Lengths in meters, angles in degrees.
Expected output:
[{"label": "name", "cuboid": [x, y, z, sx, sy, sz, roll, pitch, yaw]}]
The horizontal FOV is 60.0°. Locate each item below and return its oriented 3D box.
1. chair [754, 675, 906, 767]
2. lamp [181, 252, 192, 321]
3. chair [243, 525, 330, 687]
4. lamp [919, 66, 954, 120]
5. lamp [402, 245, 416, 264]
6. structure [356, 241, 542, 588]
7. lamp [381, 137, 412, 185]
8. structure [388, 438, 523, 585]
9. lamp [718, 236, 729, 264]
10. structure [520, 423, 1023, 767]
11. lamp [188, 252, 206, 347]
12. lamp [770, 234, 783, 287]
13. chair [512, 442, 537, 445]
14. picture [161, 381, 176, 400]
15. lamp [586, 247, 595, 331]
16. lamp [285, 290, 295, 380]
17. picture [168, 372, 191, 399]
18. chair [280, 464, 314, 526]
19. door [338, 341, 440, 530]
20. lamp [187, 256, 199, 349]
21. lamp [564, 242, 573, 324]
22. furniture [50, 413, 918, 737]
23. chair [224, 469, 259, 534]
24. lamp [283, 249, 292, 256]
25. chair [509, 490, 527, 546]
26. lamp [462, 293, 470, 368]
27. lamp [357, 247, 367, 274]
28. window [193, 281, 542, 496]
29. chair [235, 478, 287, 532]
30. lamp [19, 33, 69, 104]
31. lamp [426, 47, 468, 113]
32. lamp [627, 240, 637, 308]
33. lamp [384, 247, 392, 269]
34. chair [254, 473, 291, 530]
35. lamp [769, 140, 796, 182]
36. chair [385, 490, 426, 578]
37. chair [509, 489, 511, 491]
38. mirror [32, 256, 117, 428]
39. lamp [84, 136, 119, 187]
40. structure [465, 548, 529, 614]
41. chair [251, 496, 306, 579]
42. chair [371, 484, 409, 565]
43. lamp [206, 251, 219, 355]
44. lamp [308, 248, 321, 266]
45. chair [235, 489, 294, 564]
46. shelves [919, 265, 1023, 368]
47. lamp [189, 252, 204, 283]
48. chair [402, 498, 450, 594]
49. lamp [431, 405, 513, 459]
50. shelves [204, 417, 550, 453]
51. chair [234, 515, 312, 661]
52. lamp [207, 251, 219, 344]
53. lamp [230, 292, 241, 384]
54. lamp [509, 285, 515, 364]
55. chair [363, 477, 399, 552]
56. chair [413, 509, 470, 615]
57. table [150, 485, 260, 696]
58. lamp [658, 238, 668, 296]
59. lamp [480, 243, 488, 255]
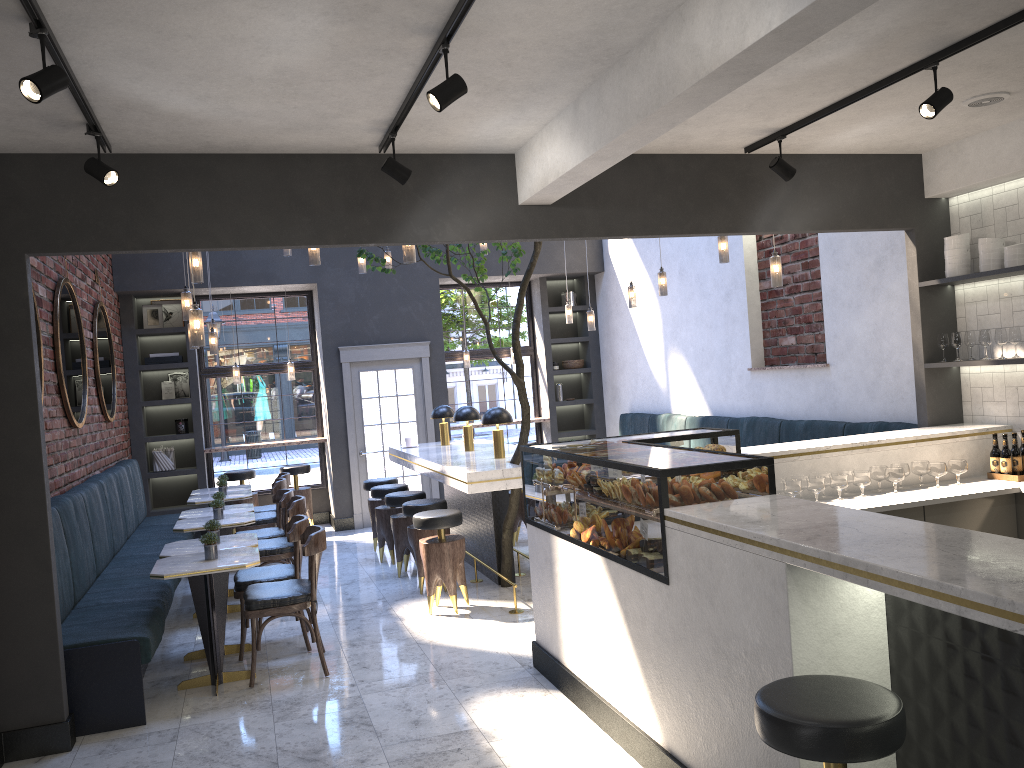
[{"label": "chair", "cuboid": [0.845, 1.217, 2.302, 0.370, 0.821, 0.371, -4, 1, 36]}, {"label": "lamp", "cuboid": [-2.698, -2.549, 6.928, 0.078, 4.106, 0.078, -5, 1, -10]}, {"label": "chair", "cuboid": [-1.386, 1.342, 5.482, 0.521, 0.851, 0.538, -5, 1, -16]}, {"label": "lamp", "cuboid": [1.902, -1.306, 3.984, 0.157, 0.235, 0.087, -5, 1, -23]}, {"label": "lamp", "cuboid": [-0.802, -2.815, 5.578, 0.078, 4.106, 0.078, -4, 1, 13]}, {"label": "structure", "cuboid": [-0.197, -1.333, 7.130, 3.745, 5.989, 2.805, -4, 1, 26]}, {"label": "lamp", "cuboid": [-0.586, -1.122, 4.472, 0.157, 0.238, 0.087, -5, 1, -23]}, {"label": "structure", "cuboid": [-0.321, 1.141, 8.098, 0.990, 1.050, 3.490, -5, 1, -17]}, {"label": "lamp", "cuboid": [1.550, -3.020, 7.086, 0.078, 4.106, 0.078, -5, 1, -32]}, {"label": "structure", "cuboid": [2.470, 0.847, 2.876, 3.204, 1.300, 5.806, -5, 1, -17]}, {"label": "lamp", "cuboid": [-2.010, -2.268, 5.206, 0.078, 4.106, 0.078, -5, 1, -32]}, {"label": "lamp", "cuboid": [1.776, -2.756, 6.422, 0.078, 4.106, 0.078, -5, 1, -32]}, {"label": "chair", "cuboid": [0.179, 1.187, 11.708, 0.370, 0.821, 0.371, -4, 1, 36]}, {"label": "picture", "cuboid": [-4.195, 0.079, 10.826, 0.161, 0.227, 0.049, -5, 1, -17]}, {"label": "lamp", "cuboid": [0.733, -2.642, 9.844, 0.078, 4.106, 0.078, -5, 1, -32]}, {"label": "lamp", "cuboid": [-2.806, -0.761, 11.082, 0.078, 1.429, 0.078, -4, 1, 35]}, {"label": "picture", "cuboid": [-4.083, 0.020, 10.887, 0.247, 0.326, 0.044, -5, 1, -17]}, {"label": "chair", "cuboid": [-2.625, 1.408, 10.849, 0.370, 0.821, 0.371, -4, 1, 36]}, {"label": "door", "cuboid": [-1.490, 0.619, 10.929, 1.131, 2.219, 0.152, -5, 1, -17]}, {"label": "lamp", "cuboid": [-2.872, -2.347, 7.547, 0.078, 4.106, 0.078, -5, 1, -10]}, {"label": "lamp", "cuboid": [0.528, -2.765, 10.477, 0.078, 4.106, 0.078, -5, 1, -32]}, {"label": "furniture", "cuboid": [-0.538, 1.108, 7.962, 6.020, 1.151, 5.341, -5, 1, -17]}, {"label": "chair", "cuboid": [-3.248, 1.457, 10.682, 0.372, 0.821, 0.370, -4, 1, 36]}, {"label": "lamp", "cuboid": [-2.316, -3.283, 8.504, 0.078, 4.106, 0.078, -5, 1, -32]}, {"label": "chair", "cuboid": [0.090, 1.259, 9.015, 0.372, 0.737, 0.370, -4, 1, 26]}, {"label": "lamp", "cuboid": [-0.645, -0.931, 11.745, 0.078, 1.429, 0.078, -4, 1, 35]}, {"label": "lamp", "cuboid": [-1.693, -3.187, 9.090, 0.078, 4.106, 0.078, -5, 1, -32]}, {"label": "window", "cuboid": [-0.080, -1.471, 5.748, 6.404, 5.365, 12.710, -5, 1, -17]}, {"label": "chair", "cuboid": [-2.491, 1.397, 8.866, 0.521, 0.851, 0.538, -5, 1, -16]}, {"label": "lamp", "cuboid": [-1.546, -1.036, 2.923, 0.087, 0.238, 0.157, -4, 1, 22]}, {"label": "lamp", "cuboid": [-0.247, -1.138, 3.326, 0.157, 0.238, 0.087, -5, 1, -23]}, {"label": "lamp", "cuboid": [1.047, -2.803, 8.779, 0.078, 4.106, 0.078, -4, 1, 35]}, {"label": "lamp", "cuboid": [-1.521, -3.298, 9.800, 0.078, 4.106, 0.078, -5, 1, -32]}, {"label": "chair", "cuboid": [-2.596, 1.400, 9.441, 0.521, 0.851, 0.497, -5, 1, -18]}, {"label": "lamp", "cuboid": [1.563, -1.290, 5.130, 0.157, 0.235, 0.087, -5, 1, -23]}, {"label": "chair", "cuboid": [-0.930, 1.346, 7.969, 0.372, 0.737, 0.370, -4, 1, 26]}, {"label": "chair", "cuboid": [-0.138, 1.270, 9.672, 0.370, 0.737, 0.371, -4, 1, 8]}, {"label": "mirror", "cuboid": [-3.491, -0.402, 7.017, 0.036, 1.510, 4.774, -5, 1, -17]}, {"label": "lamp", "cuboid": [-1.887, -1.018, 4.070, 0.157, 0.235, 0.087, -4, 1, 24]}, {"label": "structure", "cuboid": [-0.290, 1.559, 8.105, 0.496, 0.210, 3.498, -5, 1, -17]}, {"label": "chair", "cuboid": [-1.907, 1.367, 7.184, 0.521, 0.851, 0.538, -5, 1, -16]}, {"label": "chair", "cuboid": [-1.162, 1.358, 8.622, 0.370, 0.737, 0.372, -5, 1, -26]}, {"label": "lamp", "cuboid": [-3.094, -2.340, 8.714, 0.078, 4.106, 0.078, -5, 1, -32]}, {"label": "lamp", "cuboid": [-1.554, -2.890, 6.254, 0.078, 4.106, 0.078, -4, 1, 13]}, {"label": "chair", "cuboid": [-2.152, 1.381, 7.769, 0.521, 0.851, 0.538, -5, 1, -23]}, {"label": "shelves", "cuboid": [3.443, -0.433, 4.328, 0.300, 0.580, 3.600, -5, 1, -17]}, {"label": "lamp", "cuboid": [-2.245, -2.720, 5.852, 0.078, 4.106, 0.078, -5, 1, -32]}, {"label": "chair", "cuboid": [-0.693, 1.333, 7.310, 0.372, 0.737, 0.370, -4, 1, 10]}, {"label": "lamp", "cuboid": [-0.054, -1.009, 4.470, 4.181, 3.257, 8.837, -5, 1, -34]}, {"label": "shelves", "cuboid": [-1.644, 0.646, 11.436, 4.402, 0.043, 0.384, -5, 1, -17]}, {"label": "chair", "cuboid": [-1.613, 1.355, 6.017, 0.521, 0.851, 0.538, -5, 1, -16]}, {"label": "lamp", "cuboid": [-3.272, -2.465, 9.259, 0.078, 4.106, 0.078, -5, 1, -32]}, {"label": "lamp", "cuboid": [-3.433, -0.711, 10.890, 0.078, 1.429, 0.078, -4, 1, 13]}, {"label": "lamp", "cuboid": [-0.019, -0.981, 11.937, 0.078, 1.429, 0.078, -4, 1, 13]}, {"label": "chair", "cuboid": [-1.351, 1.366, 9.307, 0.372, 0.737, 0.370, -4, 1, 26]}, {"label": "chair", "cuboid": [-0.529, 1.327, 6.624, 0.372, 0.737, 0.370, -4, 1, 26]}, {"label": "table", "cuboid": [-0.512, 1.307, 7.923, 4.598, 0.751, 4.830, -5, 1, -17]}, {"label": "lamp", "cuboid": [1.240, -2.860, 8.136, 0.078, 4.106, 0.078, -4, 1, 35]}, {"label": "lamp", "cuboid": [-0.456, -3.439, 9.527, 0.078, 4.106, 0.078, -5, 1, -32]}]
